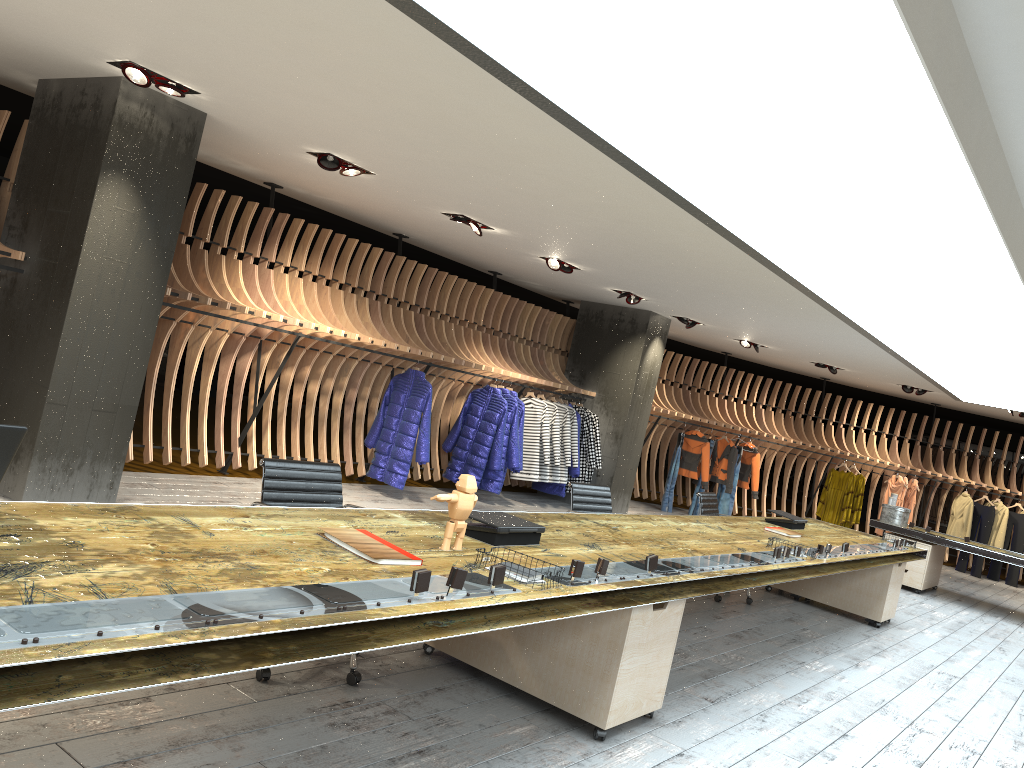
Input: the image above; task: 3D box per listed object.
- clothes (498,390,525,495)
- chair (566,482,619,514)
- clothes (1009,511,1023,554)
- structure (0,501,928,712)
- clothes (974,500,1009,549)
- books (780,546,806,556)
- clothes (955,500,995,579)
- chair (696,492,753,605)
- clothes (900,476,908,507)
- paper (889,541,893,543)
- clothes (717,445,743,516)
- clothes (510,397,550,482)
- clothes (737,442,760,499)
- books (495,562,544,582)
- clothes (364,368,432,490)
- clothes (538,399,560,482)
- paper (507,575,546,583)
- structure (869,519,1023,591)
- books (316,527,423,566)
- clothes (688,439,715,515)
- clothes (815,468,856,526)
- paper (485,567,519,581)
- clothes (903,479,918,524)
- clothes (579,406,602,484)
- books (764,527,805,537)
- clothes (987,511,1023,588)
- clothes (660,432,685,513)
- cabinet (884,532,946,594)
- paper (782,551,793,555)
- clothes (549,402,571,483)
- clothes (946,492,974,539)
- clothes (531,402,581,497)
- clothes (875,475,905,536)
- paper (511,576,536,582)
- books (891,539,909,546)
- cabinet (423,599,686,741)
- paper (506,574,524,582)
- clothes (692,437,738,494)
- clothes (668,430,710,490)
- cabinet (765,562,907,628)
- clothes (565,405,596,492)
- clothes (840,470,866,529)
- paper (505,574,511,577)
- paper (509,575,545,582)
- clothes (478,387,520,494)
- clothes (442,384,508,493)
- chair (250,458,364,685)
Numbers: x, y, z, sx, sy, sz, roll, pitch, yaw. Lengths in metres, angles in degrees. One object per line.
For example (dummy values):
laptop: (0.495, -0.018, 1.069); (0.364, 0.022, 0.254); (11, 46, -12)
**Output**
clothes: (-0.209, 0.663, 10.638); (0.886, 1.239, 0.245); (13, -1, 33)
chair: (0.660, 1.176, 6.135); (0.669, 0.860, 0.692); (13, -1, 32)
clothes: (8.671, 2.525, 14.767); (0.249, 0.890, 0.706); (13, -1, -34)
structure: (0.563, 1.165, 4.758); (1.164, 0.844, 10.431); (13, 0, 36)
clothes: (8.122, 2.400, 14.973); (0.249, 0.890, 0.705); (13, 0, -14)
books: (1.854, 1.104, 5.872); (0.155, 0.025, 0.109); (13, 0, 31)
clothes: (7.842, 2.670, 15.010); (0.087, 1.353, 0.540); (13, -1, -20)
chair: (1.907, 1.459, 7.933); (0.668, 0.860, 0.692); (13, 0, 22)
clothes: (6.614, 2.151, 15.219); (0.125, 1.156, 0.447); (13, -1, 5)
paper: (3.747, 1.549, 8.626); (0.177, 0.003, 0.130); (13, 0, 34)
clothes: (3.550, 1.691, 14.609); (0.309, 1.422, 0.200); (13, -1, 8)
clothes: (0.215, 0.689, 10.952); (0.753, 1.062, 0.128); (13, -1, 34)
clothes: (3.860, 1.400, 14.737); (0.200, 0.881, 0.840); (13, 0, -24)
books: (0.025, 0.690, 3.262); (0.155, 0.025, 0.109); (13, 0, 31)
clothes: (-1.181, 0.443, 9.249); (0.886, 1.239, 0.245); (13, -1, 33)
clothes: (0.349, 0.719, 11.144); (0.753, 1.062, 0.128); (13, -1, 34)
paper: (0.019, 0.703, 3.268); (0.177, 0.004, 0.130); (13, 0, 44)
structure: (1.897, 1.476, 3.510); (4.844, 0.844, 18.440); (13, 0, 36)
books: (-0.508, 0.574, 3.140); (0.212, 0.026, 0.366); (13, 0, -44)
clothes: (3.043, 1.574, 14.322); (0.200, 1.422, 0.308); (13, -1, 28)
clothes: (5.548, 1.971, 15.159); (0.168, 1.045, 0.665); (13, -1, -23)
paper: (0.006, 0.702, 3.273); (0.177, 0.003, 0.130); (13, 0, 34)
clothes: (6.774, 2.188, 15.205); (0.125, 1.156, 0.447); (13, -1, 0)
clothes: (0.906, 0.902, 11.944); (0.801, 1.186, 0.191); (13, -1, 36)
books: (2.179, 1.182, 7.079); (0.213, 0.026, 0.365); (13, 0, 36)
clothes: (8.325, 2.782, 14.863); (0.087, 1.353, 0.540); (13, -1, -30)
clothes: (2.554, 1.463, 14.006); (0.200, 1.422, 0.308); (13, -1, 13)
cabinet: (5.234, 2.333, 11.639); (0.594, 0.630, 1.129); (13, 0, 36)
paper: (1.835, 1.116, 5.882); (0.177, 0.003, 0.130); (13, 0, 34)
clothes: (0.498, 0.753, 11.356); (0.753, 1.062, 0.128); (13, -1, 34)
clothes: (7.618, 2.284, 15.088); (0.250, 0.890, 0.705); (13, 0, -4)
clothes: (0.598, 0.846, 11.742); (0.886, 1.239, 0.245); (13, -1, 33)
clothes: (6.500, 2.125, 15.222); (0.125, 1.156, 0.447); (13, -1, -20)
paper: (0.020, 0.701, 3.268); (0.177, 0.004, 0.130); (13, 0, 40)
books: (3.766, 1.537, 8.616); (0.155, 0.025, 0.109); (13, 0, 31)
cabinet: (0.178, 1.187, 4.415); (1.133, 0.630, 0.592); (13, 0, 36)
paper: (0.020, 0.702, 3.268); (0.177, 0.004, 0.130); (13, 0, 43)
clothes: (3.373, 1.291, 14.450); (0.200, 0.881, 0.841); (13, -1, -34)
clothes: (2.873, 1.174, 14.216); (0.200, 0.881, 0.841); (14, -1, -39)
cabinet: (3.131, 1.856, 8.639); (1.133, 0.630, 0.592); (13, 0, 36)
clothes: (0.806, 0.879, 11.786); (0.808, 1.187, 0.191); (13, -1, 36)
clothes: (5.724, 2.012, 15.185); (0.168, 1.045, 0.665); (13, -1, -23)
paper: (0.019, 0.703, 3.268); (0.177, 0.004, 0.130); (13, 0, 38)
paper: (0.020, 0.701, 3.268); (0.177, 0.004, 0.130); (13, 0, 42)
clothes: (-0.247, 0.653, 10.447); (0.885, 1.246, 0.248); (13, -1, 33)
clothes: (-0.455, 0.614, 10.425); (0.881, 1.261, 0.241); (13, -1, 32)
chair: (-0.867, 0.830, 4.008); (0.668, 0.860, 0.692); (13, 0, 27)
